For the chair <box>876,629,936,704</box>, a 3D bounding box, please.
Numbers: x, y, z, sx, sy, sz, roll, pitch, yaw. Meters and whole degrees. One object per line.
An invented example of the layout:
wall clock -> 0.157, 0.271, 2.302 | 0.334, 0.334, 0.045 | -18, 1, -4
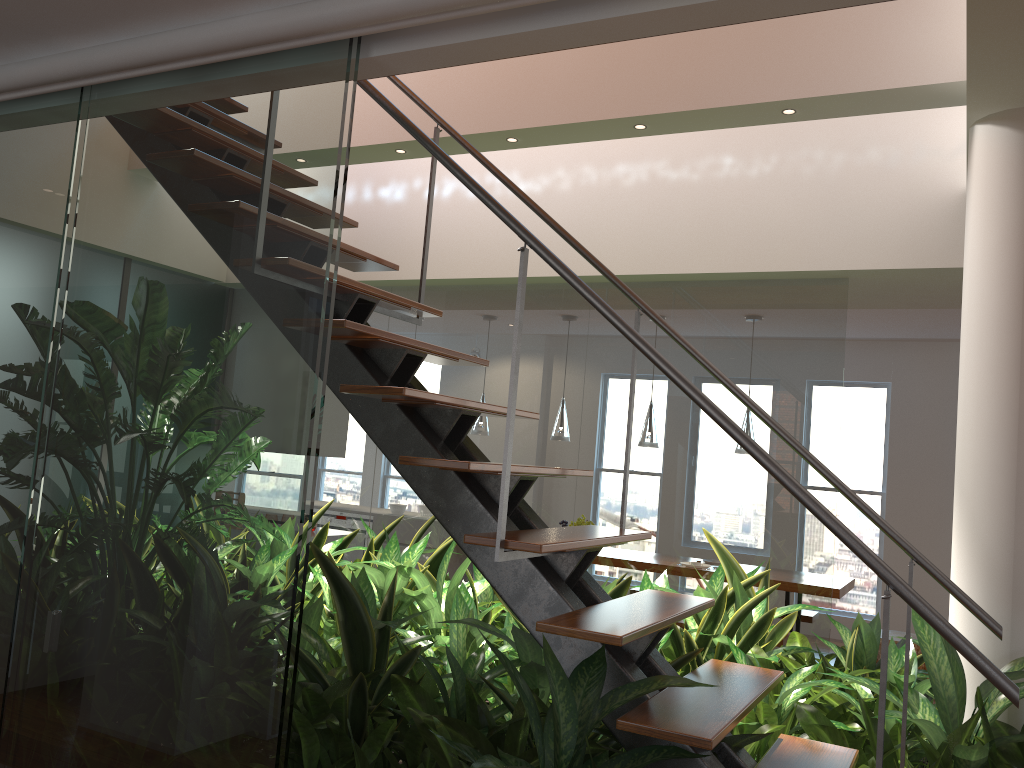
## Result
chair -> 2.585, 1.889, 5.925 | 0.460, 0.400, 0.460 | 1, -6, 37

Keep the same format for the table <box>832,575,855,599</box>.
table -> -0.368, 1.619, 7.475 | 5.996, 0.704, 0.893 | 2, -5, 27

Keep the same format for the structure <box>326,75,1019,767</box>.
structure -> -0.306, -0.629, 3.575 | 4.591, 4.265, 2.552 | 2, -5, 27
